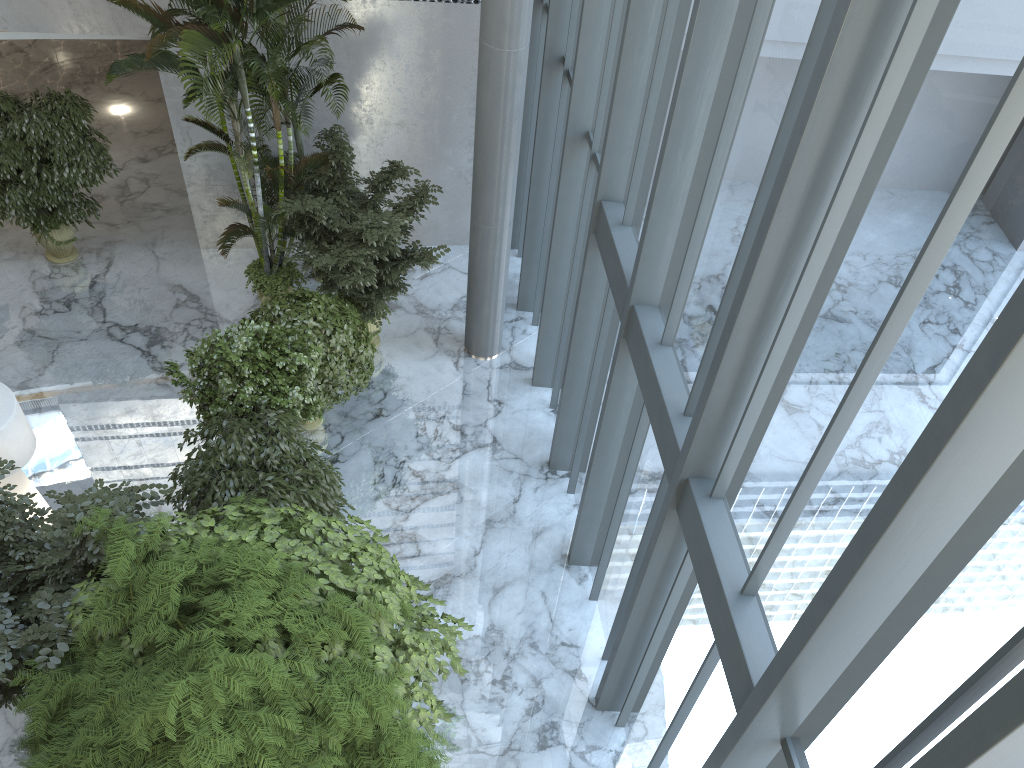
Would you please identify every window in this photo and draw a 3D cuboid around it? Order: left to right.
[{"bbox_3d":[-6.297,-2.296,3.992,18.603,11.484,11.884,8,49,-3],"label":"window"}]

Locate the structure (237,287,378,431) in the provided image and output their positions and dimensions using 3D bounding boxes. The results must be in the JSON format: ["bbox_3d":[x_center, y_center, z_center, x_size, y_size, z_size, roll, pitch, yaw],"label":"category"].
[{"bbox_3d":[-2.260,-0.207,9.227,1.514,1.831,1.326,-30,59,-30],"label":"structure"}]

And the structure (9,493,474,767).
[{"bbox_3d":[-1.924,2.269,6.325,3.175,3.371,3.294,7,49,-2],"label":"structure"}]

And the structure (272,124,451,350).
[{"bbox_3d":[-1.756,-1.434,9.794,1.836,2.605,1.655,-16,52,-20],"label":"structure"}]

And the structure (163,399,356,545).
[{"bbox_3d":[-2.334,1.179,7.903,1.602,2.151,1.809,21,49,11],"label":"structure"}]

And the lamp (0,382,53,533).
[{"bbox_3d":[-4.702,0.859,7.884,0.838,1.892,0.734,9,47,2],"label":"lamp"}]

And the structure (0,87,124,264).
[{"bbox_3d":[-5.591,-2.375,10.068,1.984,2.243,1.460,19,49,9],"label":"structure"}]

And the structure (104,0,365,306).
[{"bbox_3d":[-2.773,-2.653,8.864,2.452,5.275,2.201,1,48,-6],"label":"structure"}]

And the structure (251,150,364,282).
[{"bbox_3d":[-2.524,-2.084,10.724,1.340,1.754,1.036,28,51,17],"label":"structure"}]

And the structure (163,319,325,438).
[{"bbox_3d":[-2.601,0.226,8.563,1.359,2.230,1.105,15,48,7],"label":"structure"}]

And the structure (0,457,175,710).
[{"bbox_3d":[-3.682,1.833,6.813,2.317,2.650,1.971,-13,52,-19],"label":"structure"}]
